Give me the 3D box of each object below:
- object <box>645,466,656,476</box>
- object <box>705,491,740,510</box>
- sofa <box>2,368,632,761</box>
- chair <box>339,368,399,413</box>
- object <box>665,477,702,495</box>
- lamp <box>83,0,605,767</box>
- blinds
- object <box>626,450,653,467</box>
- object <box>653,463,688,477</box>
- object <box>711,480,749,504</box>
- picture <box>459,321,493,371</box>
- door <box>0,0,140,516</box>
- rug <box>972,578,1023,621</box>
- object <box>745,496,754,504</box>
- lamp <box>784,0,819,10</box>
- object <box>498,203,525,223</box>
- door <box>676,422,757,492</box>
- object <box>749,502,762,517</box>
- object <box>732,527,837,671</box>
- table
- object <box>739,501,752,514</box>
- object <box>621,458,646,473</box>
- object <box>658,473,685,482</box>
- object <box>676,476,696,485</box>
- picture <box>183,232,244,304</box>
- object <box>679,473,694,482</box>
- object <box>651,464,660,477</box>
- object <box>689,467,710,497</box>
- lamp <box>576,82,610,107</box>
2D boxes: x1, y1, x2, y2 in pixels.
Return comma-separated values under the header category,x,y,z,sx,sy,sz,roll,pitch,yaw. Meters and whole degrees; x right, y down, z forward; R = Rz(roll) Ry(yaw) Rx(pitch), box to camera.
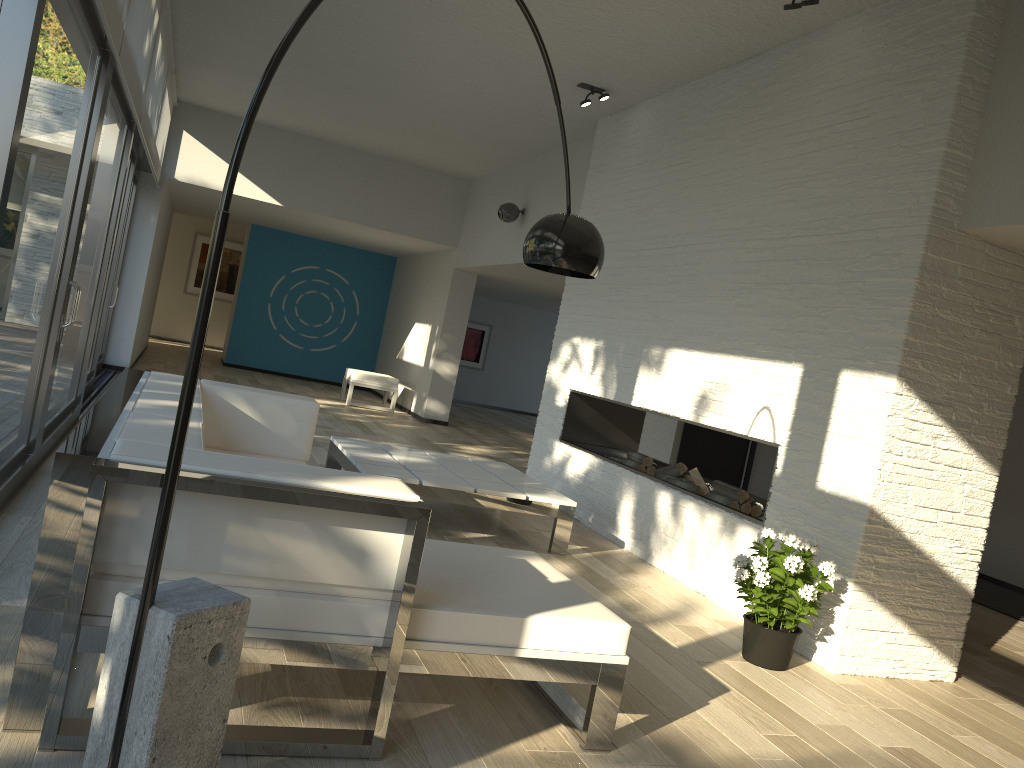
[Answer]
category,x,y,z,sx,sy,sz,roll,pitch,yaw
object,0.911,0.587,6.182,0.076,0.076,0.236,11,2,-22
object,1.215,0.684,5.131,0.075,0.074,0.246,11,2,-22
sofa,-0.745,0.483,3.295,1.544,0.654,2.407,11,2,-21
chair,-1.864,0.077,11.595,0.611,0.442,0.611,11,2,-21
object,1.053,0.640,5.473,0.075,0.074,0.246,10,2,-42
lamp,-0.179,-0.077,2.385,0.283,2.023,1.752,12,2,22
blinds,-1.848,-2.058,4.364,0.056,0.983,11.542,11,2,-21
object,0.889,0.517,6.178,0.082,0.073,0.237,11,2,-22
object,1.031,0.576,5.770,0.092,0.170,0.272,11,2,-22
object,1.261,0.626,5.144,0.093,0.088,0.260,11,2,-22
picture,-0.866,-0.726,15.833,0.958,0.828,0.017,11,1,-21
door,-2.031,-0.593,6.412,19.424,2.373,22.973,11,2,-21
rug,3.614,1.581,6.498,0.978,0.011,2.001,11,2,-21
object,1.322,0.662,5.191,0.064,0.060,0.229,11,2,-20
lamp,1.369,-1.825,4.216,0.234,0.153,0.135,11,2,-21
object,0.010,-1.711,8.915,0.314,0.203,0.201,11,2,-20
door,2.256,0.218,9.352,0.919,1.947,0.108,11,1,-21
object,1.356,0.711,5.182,0.082,0.073,0.237,11,2,-22
object,1.116,0.894,3.722,0.405,0.571,0.431,12,1,1
table,-0.430,0.651,5.370,1.219,0.305,1.221,11,2,-21
object,1.287,0.698,5.145,0.076,0.076,0.236,11,2,-22
object,0.840,0.572,6.168,0.075,0.074,0.246,11,2,-22
object,1.022,0.627,5.665,0.075,0.074,0.246,11,2,-22
object,1.094,0.641,5.678,0.076,0.076,0.236,11,2,-22
picture,-5.469,-2.168,16.974,1.377,1.190,0.017,11,1,-21
object,1.129,0.604,5.724,0.064,0.060,0.229,11,2,-20
object,0.981,0.599,6.219,0.082,0.073,0.237,11,2,-22
object,1.172,0.615,5.525,0.063,0.165,0.226,11,2,-22
lamp,0.582,-2.060,6.390,0.234,0.153,0.135,11,2,-21
